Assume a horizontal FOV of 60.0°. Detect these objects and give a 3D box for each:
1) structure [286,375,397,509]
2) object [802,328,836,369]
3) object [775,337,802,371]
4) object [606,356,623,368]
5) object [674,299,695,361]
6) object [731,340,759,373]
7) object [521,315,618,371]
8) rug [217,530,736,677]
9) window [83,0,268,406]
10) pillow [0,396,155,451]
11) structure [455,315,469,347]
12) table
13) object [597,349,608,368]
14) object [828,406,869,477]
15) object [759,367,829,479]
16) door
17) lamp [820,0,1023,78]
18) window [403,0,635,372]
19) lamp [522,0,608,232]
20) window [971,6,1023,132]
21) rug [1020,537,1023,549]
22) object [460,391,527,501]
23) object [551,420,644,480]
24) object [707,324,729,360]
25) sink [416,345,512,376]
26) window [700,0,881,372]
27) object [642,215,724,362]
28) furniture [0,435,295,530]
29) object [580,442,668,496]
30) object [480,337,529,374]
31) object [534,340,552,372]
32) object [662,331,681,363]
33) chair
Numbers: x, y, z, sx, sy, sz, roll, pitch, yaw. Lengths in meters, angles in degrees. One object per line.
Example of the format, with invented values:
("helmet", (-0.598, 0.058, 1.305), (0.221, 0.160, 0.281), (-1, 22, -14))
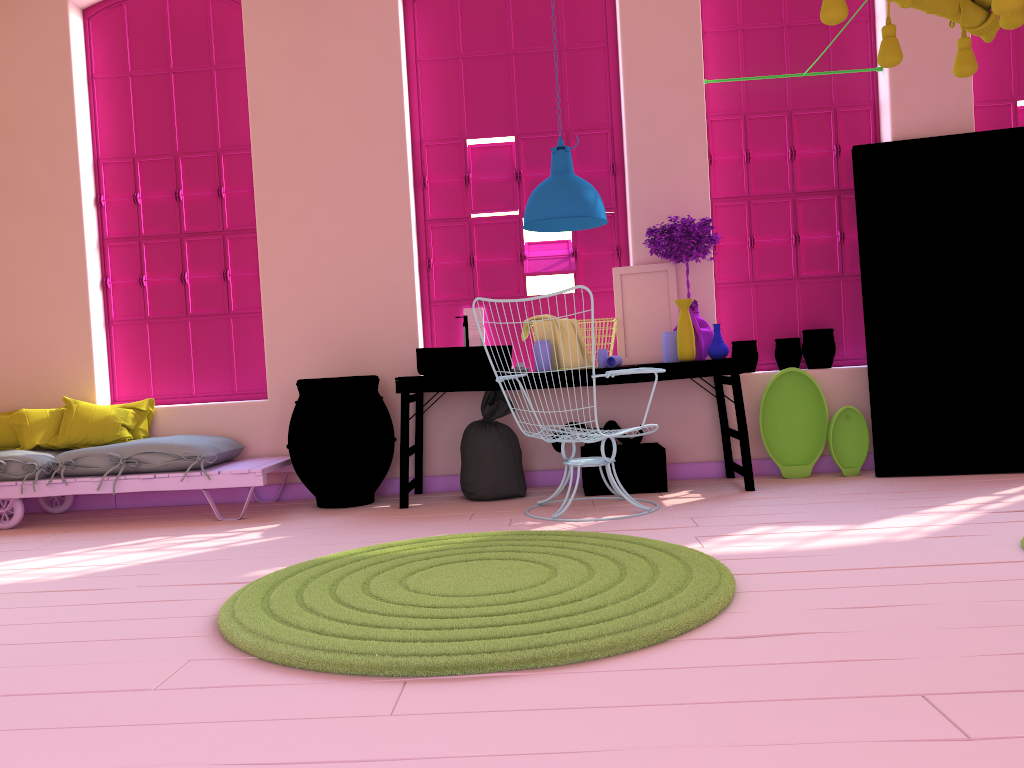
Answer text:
("structure", (-1.122, 0.374, 5.853), (0.718, 0.845, 0.718), (-4, 2, -30))
("object", (2.119, -0.242, 6.127), (0.223, 0.272, 0.223), (-4, 2, -10))
("object", (1.912, -0.206, 6.135), (0.182, 0.223, 0.182), (-4, 2, -15))
("object", (0.643, -0.140, 5.597), (0.076, 0.076, 0.137), (-3, 1, 23))
("object", (1.076, -0.333, 5.509), (0.116, 0.383, 0.116), (-4, 2, -23))
("object", (1.615, -0.189, 6.149), (0.182, 0.223, 0.182), (-4, 2, -20))
("object", (0.379, -0.275, 5.835), (0.633, 0.369, 0.444), (-3, 1, 3))
("rug", (-0.125, 0.766, 3.402), (1.888, 0.050, 1.888), (-4, 1, -10))
("window", (-2.410, -1.364, 6.412), (1.275, 3.048, 0.072), (-3, 2, 3))
("pillow", (-3.485, 0.310, 6.023), (1.997, 0.399, 0.577), (-3, 1, 3))
("structure", (-0.322, -0.251, 5.808), (0.087, 0.397, 0.166), (-3, 2, 12))
("table", (0.384, 0.299, 5.778), (2.192, 0.821, 0.655), (-3, 2, 3))
("object", (0.578, -0.162, 5.660), (0.065, 0.118, 0.065), (-5, 2, -39))
("object", (2.192, 0.372, 5.853), (0.284, 0.463, 0.137), (-4, 2, -12))
("object", (1.861, 0.255, 5.938), (0.451, 0.734, 0.218), (-3, 2, 3))
("door", (2.878, -0.534, 5.718), (1.153, 2.212, 0.449), (-3, 2, 13))
("lamp", (1.624, -2.383, 3.340), (1.775, 2.265, 1.610), (-4, 2, -15))
("window", (0.045, -1.495, 6.298), (1.497, 3.004, 0.492), (-3, 2, 3))
("lamp", (0.270, -1.976, 5.433), (0.529, 2.003, 0.528), (-2, 2, 34))
("window", (3.862, -1.711, 6.120), (1.514, 3.010, 0.214), (-3, 2, 3))
("rug", (2.417, 0.629, 3.399), (0.792, 0.021, 0.792), (-4, 1, -15))
("object", (-3.934, 0.191, 4.804), (7.865, 1.580, 2.826), (-3, 1, 3))
("object", (0.573, 0.465, 5.831), (0.672, 0.448, 0.300), (-4, 2, -22))
("object", (1.280, -0.264, 5.521), (0.132, 0.219, 0.132), (-3, 2, 20))
("sink", (-0.299, -0.150, 5.624), (0.609, 0.194, 0.340), (-3, 1, 3))
("window", (1.958, -1.612, 6.200), (1.275, 3.048, 0.072), (-3, 2, 3))
("object", (1.127, -0.621, 5.764), (0.502, 0.951, 0.441), (-5, 2, -37))
("furniture", (-3.390, 0.672, 5.863), (3.776, 0.507, 0.907), (-3, 1, 3))
("object", (0.721, 0.551, 5.795), (0.521, 0.277, 0.446), (-3, 1, 3))
("object", (-0.059, -0.192, 5.820), (0.411, 0.250, 0.165), (-2, 2, 38))
("object", (0.197, -0.178, 5.632), (0.109, 0.197, 0.109), (-3, 2, -5))
("object", (1.019, -0.236, 5.667), (0.109, 0.197, 0.109), (-2, 2, 40))
("chair", (0.373, 0.111, 5.006), (1.079, 1.239, 0.924), (-2, 2, 37))
